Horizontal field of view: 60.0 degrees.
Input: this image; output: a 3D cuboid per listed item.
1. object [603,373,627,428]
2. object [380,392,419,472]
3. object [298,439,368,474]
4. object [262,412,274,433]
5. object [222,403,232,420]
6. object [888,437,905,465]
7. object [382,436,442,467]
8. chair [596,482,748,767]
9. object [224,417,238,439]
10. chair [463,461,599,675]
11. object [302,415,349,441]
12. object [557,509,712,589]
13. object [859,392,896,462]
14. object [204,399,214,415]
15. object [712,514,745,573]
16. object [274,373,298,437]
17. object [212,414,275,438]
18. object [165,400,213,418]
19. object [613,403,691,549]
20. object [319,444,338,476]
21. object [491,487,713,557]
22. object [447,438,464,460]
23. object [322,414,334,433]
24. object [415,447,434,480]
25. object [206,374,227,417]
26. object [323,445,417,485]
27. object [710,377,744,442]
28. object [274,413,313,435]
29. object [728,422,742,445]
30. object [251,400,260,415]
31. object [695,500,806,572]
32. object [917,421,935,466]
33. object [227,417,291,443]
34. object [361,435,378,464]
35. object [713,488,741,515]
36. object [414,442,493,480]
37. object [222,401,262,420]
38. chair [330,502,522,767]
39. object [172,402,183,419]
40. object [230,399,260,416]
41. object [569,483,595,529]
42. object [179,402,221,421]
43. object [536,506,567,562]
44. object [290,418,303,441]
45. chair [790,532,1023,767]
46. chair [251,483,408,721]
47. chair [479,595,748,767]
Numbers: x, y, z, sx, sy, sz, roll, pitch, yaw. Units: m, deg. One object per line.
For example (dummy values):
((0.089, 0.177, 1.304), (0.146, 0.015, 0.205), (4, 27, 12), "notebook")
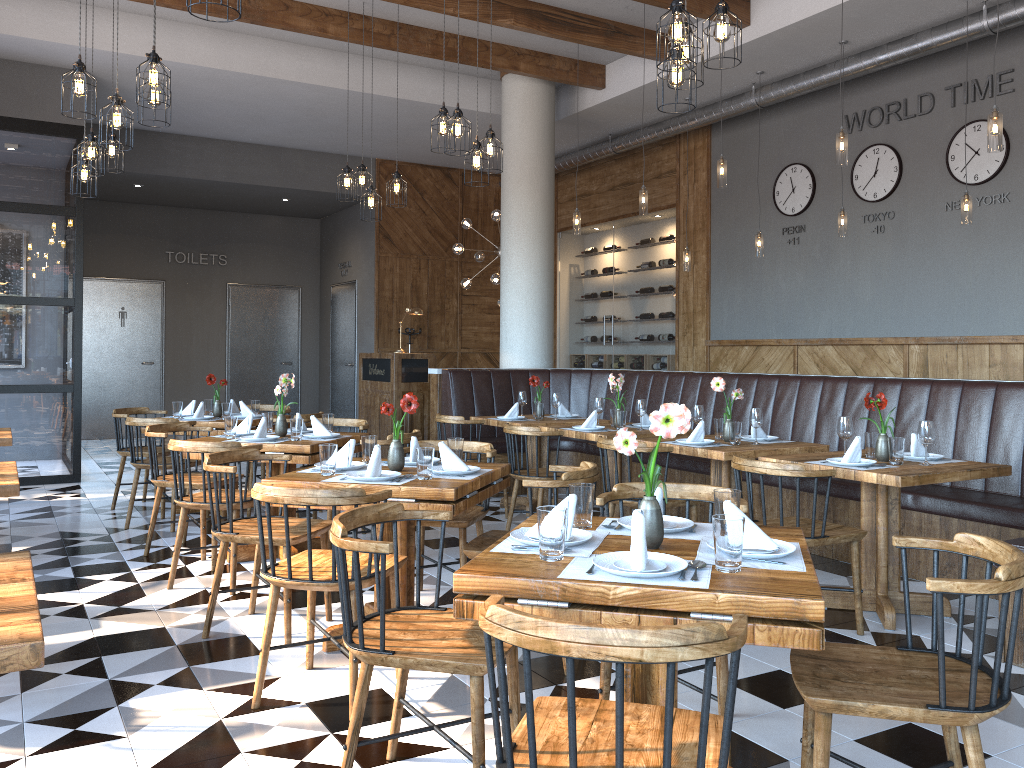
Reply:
((0.751, 0.120, 6.406), (0.146, 0.400, 0.206), (1, 0, -23), "object")
((-0.491, 0.215, 3.971), (0.171, 0.355, 0.156), (0, 0, 25), "object")
((-0.781, 0.319, 4.059), (0.272, 0.137, 0.352), (1, 2, 15), "object")
((-1.617, 0.256, 5.863), (0.080, 0.132, 0.080), (0, 0, -15), "object")
((-2.242, 0.215, 6.964), (0.080, 0.132, 0.080), (0, 0, -15), "object")
((1.889, 0.330, 4.356), (0.080, 0.132, 0.080), (1, 0, 45), "object")
((-0.455, 0.314, 4.252), (0.352, 0.137, 0.272), (1, 1, 15), "object")
((0.541, 0.785, 3.047), (0.519, 0.817, 0.549), (0, 0, 15), "chair")
((-1.727, 0.269, 5.442), (0.080, 0.132, 0.080), (0, 0, -15), "object")
((0.096, 0.756, 3.815), (0.550, 0.817, 0.519), (0, 0, 15), "chair")
((-1.196, 0.267, 5.539), (0.272, 0.137, 0.352), (1, 2, 15), "object")
((0.310, 0.388, 2.182), (0.352, 0.137, 0.272), (1, 1, 15), "object")
((1.844, 0.214, 4.477), (0.171, 0.355, 0.156), (0, 0, -27), "object")
((-2.561, 0.195, 7.492), (0.080, 0.132, 0.080), (0, 0, -5), "object")
((0.531, 0.392, 2.176), (0.080, 0.132, 0.080), (0, 0, 35), "object")
((-1.433, 0.131, 5.607), (0.146, 0.400, 0.206), (0, 0, -18), "object")
((-1.717, 0.259, 5.670), (0.272, 0.137, 0.352), (1, 2, 15), "object")
((-2.664, 0.199, 7.299), (0.272, 0.137, 0.352), (1, 2, 15), "object")
((0.382, 0.250, 2.411), (0.206, 0.400, 0.146), (0, 0, -10), "object")
((-0.795, 0.328, 3.833), (0.080, 0.132, 0.080), (0, 0, -25), "object")
((0.293, 0.375, 2.577), (0.577, 0.137, 0.582), (1, 2, 15), "object")
((-0.265, 0.321, 4.155), (0.080, 0.132, 0.080), (0, 0, -25), "object")
((-1.197, 0.262, 5.764), (0.080, 0.132, 0.080), (0, 0, -15), "object")
((-0.367, 0.335, 3.726), (0.080, 0.132, 0.080), (0, 0, -15), "object")
((-2.434, 0.093, 7.250), (0.171, 0.355, 0.156), (0, 0, 17), "object")
((-0.586, 0.331, 3.736), (0.352, 0.137, 0.272), (1, 1, 15), "object")
((1.325, 0.155, 5.470), (0.206, 0.400, 0.146), (0, 0, -28), "object")
((-1.391, 0.255, 5.863), (0.352, 0.137, 0.272), (1, 1, 15), "object")
((1.337, 0.294, 5.309), (0.080, 0.132, 0.080), (0, 0, -25), "object")
((-2.141, 0.202, 7.393), (0.080, 0.132, 0.080), (0, 0, -5), "object")
((0.637, 0.384, 2.374), (0.272, 0.137, 0.352), (1, 2, 15), "object")
((2.030, 0.290, 4.343), (0.081, 0.215, 0.081), (0, 0, 29), "object")
((-1.522, 0.271, 5.347), (0.352, 0.137, 0.272), (1, 1, 15), "object")
((-0.685, 0.315, 4.254), (0.080, 0.132, 0.080), (0, 0, -25), "object")
((0.633, 0.379, 2.605), (0.080, 0.132, 0.080), (0, 0, 25), "object")
((-0.260, 0.327, 3.928), (0.272, 0.137, 0.352), (1, 2, 15), "object")
((-2.143, 0.206, 7.168), (0.272, 0.137, 0.352), (1, 2, 15), "object")
((-0.248, 0.795, 2.590), (0.550, 0.817, 0.519), (0, 0, 15), "chair")
((-2.671, 0.208, 7.072), (0.080, 0.132, 0.080), (0, 0, 35), "object")
((-2.338, 0.194, 7.491), (0.352, 0.137, 0.272), (1, 1, 15), "object")
((0.213, 0.373, 2.704), (0.080, 0.132, 0.080), (0, 0, 25), "object")
((-2.469, 0.211, 6.975), (0.352, 0.137, 0.272), (1, 1, 15), "object")
((0.103, 0.386, 2.283), (0.080, 0.132, 0.080), (0, 0, 35), "object")
((-1.298, 0.275, 5.335), (0.080, 0.132, 0.080), (0, 0, -15), "object")
((0.998, 0.814, 2.258), (0.550, 0.817, 0.519), (0, 0, 15), "chair")
((-0.693, 0.766, 3.359), (0.519, 0.817, 0.549), (0, 0, 15), "chair")
((0.209, 0.824, 1.801), (0.519, 0.817, 0.549), (0, 0, 15), "chair")
